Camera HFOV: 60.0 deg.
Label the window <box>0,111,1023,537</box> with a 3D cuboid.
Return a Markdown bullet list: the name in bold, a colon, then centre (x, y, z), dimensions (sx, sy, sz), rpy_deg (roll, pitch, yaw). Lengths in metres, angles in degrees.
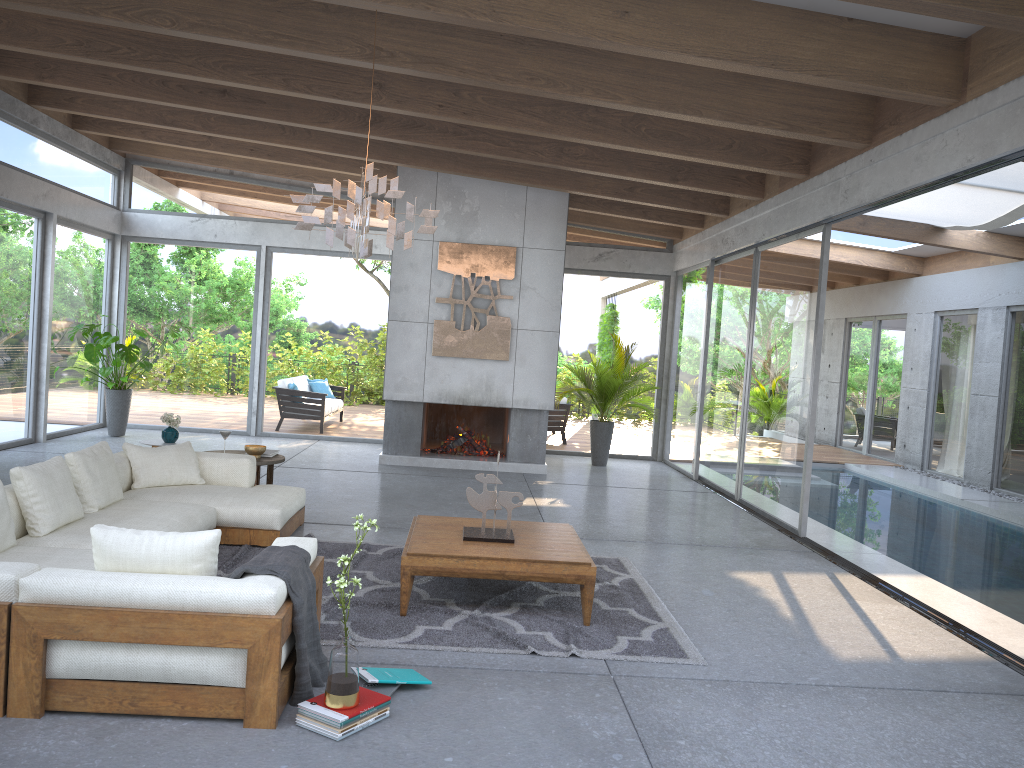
- **window**: centre (-0.077, -0.598, 4.935), dimensions (14.294, 3.764, 23.280), rpy_deg (4, 2, -3)

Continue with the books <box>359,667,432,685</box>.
- **books**: centre (-0.518, 1.251, 3.805), dimensions (0.288, 0.074, 0.219), rpy_deg (3, 3, -28)

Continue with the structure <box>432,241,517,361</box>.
- **structure**: centre (-0.446, -0.976, 10.495), dimensions (0.919, 1.351, 0.041), rpy_deg (4, 2, -3)

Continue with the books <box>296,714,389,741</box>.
- **books**: centre (-0.648, 1.287, 3.408), dimensions (0.219, 0.012, 0.286), rpy_deg (5, 3, 32)

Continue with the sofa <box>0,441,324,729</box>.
- **sofa**: centre (-1.933, 0.836, 5.096), dimensions (1.965, 0.777, 3.733), rpy_deg (4, 2, -3)

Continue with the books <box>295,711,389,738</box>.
- **books**: centre (-0.647, 1.275, 3.403), dimensions (0.219, 0.012, 0.286), rpy_deg (5, 3, 32)

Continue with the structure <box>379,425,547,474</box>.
- **structure**: centre (-0.621, 0.685, 11.682), dimensions (2.012, 0.595, 2.203), rpy_deg (4, 2, -3)

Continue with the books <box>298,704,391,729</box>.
- **books**: centre (-0.645, 1.249, 3.422), dimensions (0.219, 0.012, 0.286), rpy_deg (5, 3, 32)

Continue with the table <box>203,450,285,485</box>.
- **table**: centre (-2.261, 0.812, 7.331), dimensions (0.725, 0.441, 0.725), rpy_deg (2, 3, -41)

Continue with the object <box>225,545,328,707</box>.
- **object**: centre (-1.124, 1.057, 3.696), dimensions (0.857, 0.704, 0.472), rpy_deg (4, 2, -7)

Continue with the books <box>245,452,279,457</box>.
- **books**: centre (-2.113, 0.587, 7.504), dimensions (0.220, 0.015, 0.303), rpy_deg (4, 2, -3)

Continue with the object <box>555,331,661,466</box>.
- **object**: centre (1.243, 0.182, 11.853), dimensions (1.484, 1.819, 1.798), rpy_deg (4, 2, 4)

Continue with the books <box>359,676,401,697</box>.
- **books**: centre (-0.596, 1.267, 3.702), dimensions (0.219, 0.012, 0.286), rpy_deg (4, 2, 12)

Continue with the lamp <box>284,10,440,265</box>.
- **lamp**: centre (-0.907, -1.392, 5.045), dimensions (0.862, 1.400, 0.636), rpy_deg (6, 3, 44)

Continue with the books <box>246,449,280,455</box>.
- **books**: centre (-2.104, 0.574, 7.502), dimensions (0.205, 0.012, 0.290), rpy_deg (4, 2, 2)

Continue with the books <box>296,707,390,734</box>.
- **books**: centre (-0.647, 1.262, 3.407), dimensions (0.219, 0.012, 0.286), rpy_deg (5, 3, 32)

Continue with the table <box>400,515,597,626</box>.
- **table**: centre (-0.105, 1.085, 5.292), dimensions (1.048, 0.352, 1.112), rpy_deg (4, 2, -3)

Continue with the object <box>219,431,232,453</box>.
- **object**: centre (-2.312, 0.489, 7.137), dimensions (0.099, 0.212, 0.099), rpy_deg (5, 3, 28)

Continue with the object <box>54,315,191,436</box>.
- **object**: centre (-5.106, -0.114, 11.527), dimensions (1.416, 1.540, 1.731), rpy_deg (5, 2, 16)

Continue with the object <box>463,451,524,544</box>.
- **object**: centre (-0.102, 0.649, 5.297), dimensions (0.346, 0.518, 0.379), rpy_deg (4, 2, -3)

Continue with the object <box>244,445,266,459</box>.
- **object**: centre (-2.103, 0.556, 7.262), dimensions (0.173, 0.097, 0.173), rpy_deg (3, 2, -24)

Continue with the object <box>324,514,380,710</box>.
- **object**: centre (-0.625, 0.847, 3.319), dimensions (0.171, 0.750, 0.238), rpy_deg (5, 2, 18)

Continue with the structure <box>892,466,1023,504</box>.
- **structure**: centre (6.626, 1.635, 7.477), dimensions (0.477, 0.068, 13.673), rpy_deg (4, 2, -3)

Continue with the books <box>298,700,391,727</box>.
- **books**: centre (-0.642, 1.238, 3.412), dimensions (0.219, 0.012, 0.286), rpy_deg (5, 3, 32)

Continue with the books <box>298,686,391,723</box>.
- **books**: centre (-0.643, 1.225, 3.416), dimensions (0.219, 0.012, 0.286), rpy_deg (5, 3, 32)

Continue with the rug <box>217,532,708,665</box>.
- **rug**: centre (-0.678, 1.190, 5.324), dimensions (3.186, 0.056, 2.187), rpy_deg (4, 2, -3)
